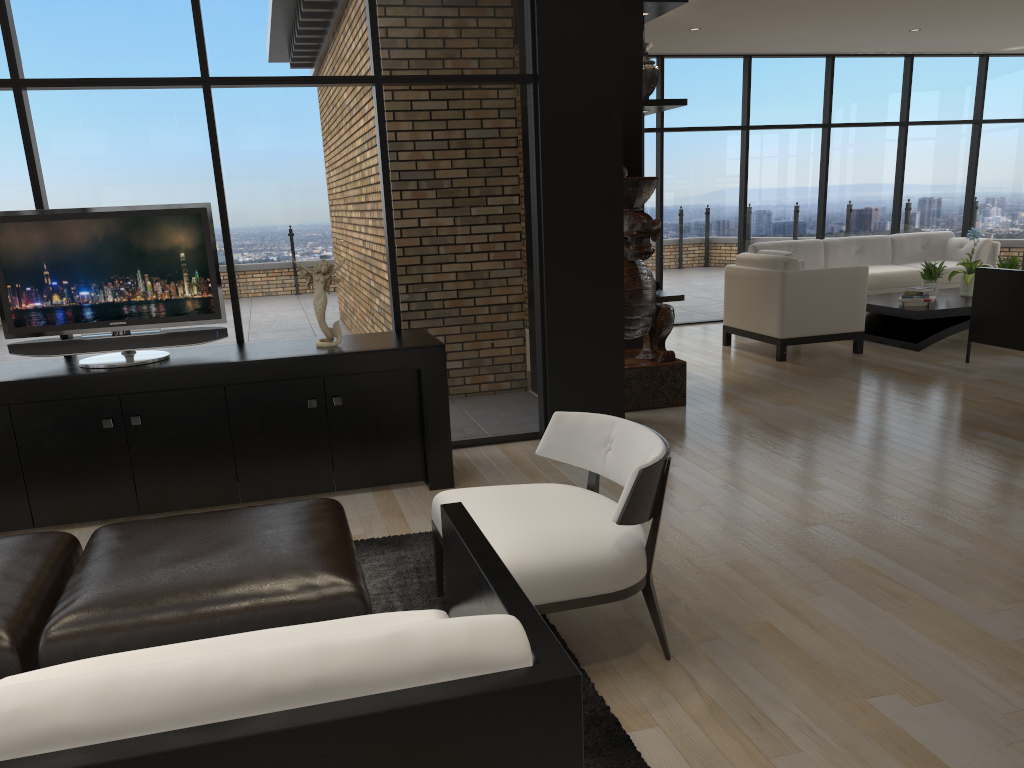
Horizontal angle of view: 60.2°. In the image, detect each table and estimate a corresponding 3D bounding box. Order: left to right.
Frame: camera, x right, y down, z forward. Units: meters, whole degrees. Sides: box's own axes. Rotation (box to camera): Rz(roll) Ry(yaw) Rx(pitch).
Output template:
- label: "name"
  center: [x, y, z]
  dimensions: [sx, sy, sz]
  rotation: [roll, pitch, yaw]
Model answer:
- label: "table"
  center: [4.256, -0.653, 8.364]
  dimensions: [2.026, 0.360, 1.238]
  rotation: [-6, 12, -14]

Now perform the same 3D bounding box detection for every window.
- label: "window"
  center: [1.584, -1.908, 3.804]
  dimensions: [15.780, 4.904, 9.962]
  rotation: [-9, 14, -27]

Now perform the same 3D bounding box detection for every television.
- label: "television"
  center: [-1.870, -0.460, 4.141]
  dimensions: [0.933, 0.729, 0.398]
  rotation: [-2, 15, 4]

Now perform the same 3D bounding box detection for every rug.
- label: "rug"
  center: [-1.278, 1.000, 2.461]
  dimensions: [3.026, 0.012, 2.430]
  rotation: [-5, 12, -13]

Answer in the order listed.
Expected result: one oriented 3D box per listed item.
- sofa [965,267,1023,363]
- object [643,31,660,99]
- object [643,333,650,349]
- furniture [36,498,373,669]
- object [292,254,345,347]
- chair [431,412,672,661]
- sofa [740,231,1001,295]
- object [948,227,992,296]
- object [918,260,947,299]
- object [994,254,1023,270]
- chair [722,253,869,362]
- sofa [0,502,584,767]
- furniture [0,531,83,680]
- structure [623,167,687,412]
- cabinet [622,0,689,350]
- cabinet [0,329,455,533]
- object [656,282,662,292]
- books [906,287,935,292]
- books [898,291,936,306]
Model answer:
- label: "sofa"
  center: [4.685, -0.588, 6.821]
  dimensions: [2.026, 0.823, 0.820]
  rotation: [-6, 14, -14]
- label: "object"
  center: [0.999, -2.408, 6.700]
  dimensions: [0.243, 0.558, 0.240]
  rotation: [6, 18, 28]
- label: "object"
  center: [1.094, -0.406, 7.288]
  dimensions: [0.223, 0.506, 0.217]
  rotation: [1, 16, 12]
- label: "furniture"
  center: [-0.872, 0.692, 2.670]
  dimensions: [0.825, 0.495, 0.810]
  rotation: [-6, 13, -14]
- label: "object"
  center: [-0.932, -0.415, 4.365]
  dimensions: [0.256, 0.470, 0.103]
  rotation: [-6, 17, -13]
- label: "chair"
  center: [0.145, 0.504, 2.877]
  dimensions: [0.682, 0.691, 0.788]
  rotation: [-6, 14, -14]
- label: "sofa"
  center: [3.886, -1.164, 9.636]
  dimensions: [2.688, 0.877, 0.836]
  rotation: [-6, 15, -14]
- label: "object"
  center: [4.308, -1.141, 8.235]
  dimensions: [0.356, 0.646, 0.361]
  rotation: [-1, 15, 4]
- label: "object"
  center: [3.896, -0.977, 8.199]
  dimensions: [0.282, 0.379, 0.211]
  rotation: [9, 19, 37]
- label: "object"
  center: [4.713, -1.054, 8.392]
  dimensions: [0.212, 0.379, 0.280]
  rotation: [-14, 18, -35]
- label: "chair"
  center: [2.508, -0.735, 7.871]
  dimensions: [0.852, 0.876, 0.980]
  rotation: [-6, 14, -14]
- label: "sofa"
  center: [-0.975, 0.773, 1.496]
  dimensions: [2.026, 0.823, 0.820]
  rotation: [-6, 14, -14]
- label: "furniture"
  center: [-1.692, 0.772, 2.464]
  dimensions: [0.825, 0.495, 0.810]
  rotation: [-6, 13, -14]
- label: "structure"
  center: [0.820, -0.673, 6.094]
  dimensions: [0.516, 1.633, 0.715]
  rotation: [-7, 16, -14]
- label: "cabinet"
  center: [0.421, -1.599, 7.747]
  dimensions: [1.183, 2.807, 2.605]
  rotation: [-6, 15, -13]
- label: "cabinet"
  center: [-1.855, 0.256, 4.337]
  dimensions: [3.031, 0.759, 0.608]
  rotation: [-6, 15, -14]
- label: "object"
  center: [1.072, -0.897, 7.133]
  dimensions: [0.212, 0.320, 0.366]
  rotation: [-7, 14, -16]
- label: "books"
  center: [3.611, -0.838, 7.813]
  dimensions: [0.154, 0.027, 0.181]
  rotation: [-8, 13, -23]
- label: "books"
  center: [3.601, -0.764, 7.845]
  dimensions: [0.307, 0.129, 0.219]
  rotation: [3, 14, 23]
